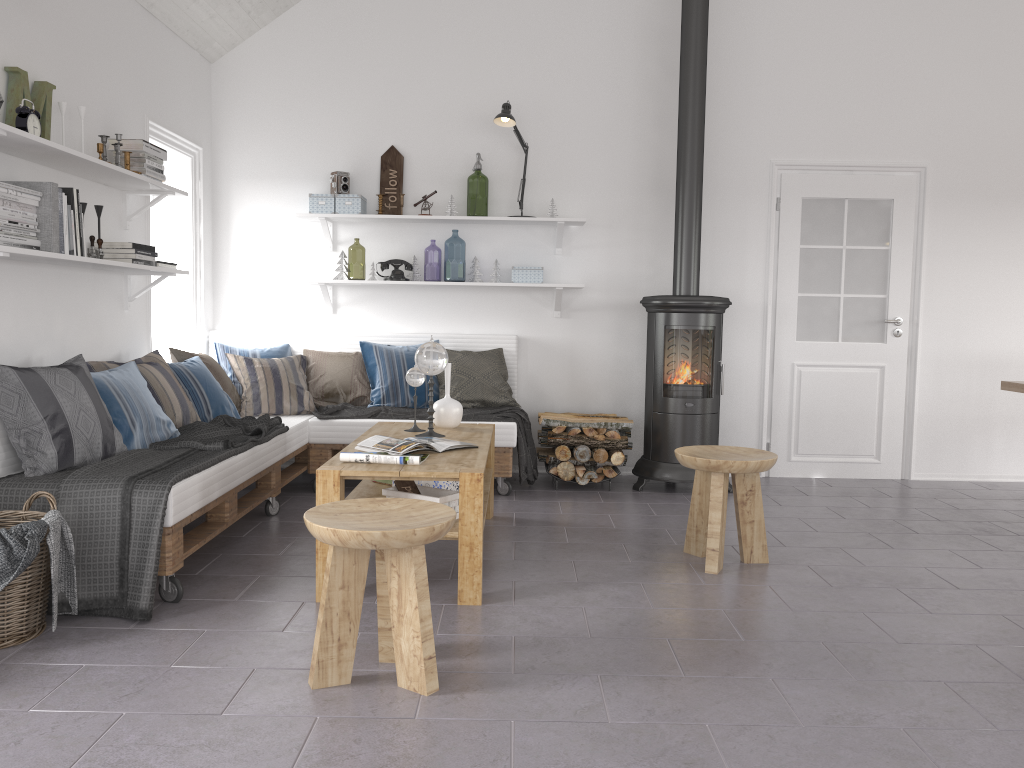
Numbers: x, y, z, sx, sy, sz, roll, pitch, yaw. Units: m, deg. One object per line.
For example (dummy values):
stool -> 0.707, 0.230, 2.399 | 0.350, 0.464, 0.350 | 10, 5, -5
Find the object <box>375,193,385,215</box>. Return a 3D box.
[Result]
object -> -0.841, -1.145, 5.668 | 0.085, 0.152, 0.085 | 3, 5, 24

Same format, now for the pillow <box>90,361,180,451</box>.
pillow -> -1.713, 0.116, 3.877 | 0.331, 0.401, 0.525 | 3, 5, 19

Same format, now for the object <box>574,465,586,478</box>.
object -> 0.413, 0.514, 5.560 | 0.057, 0.050, 0.561 | 1, 4, 0

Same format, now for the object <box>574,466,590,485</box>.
object -> 0.430, 0.553, 5.575 | 0.095, 0.063, 0.562 | 1, 4, 1

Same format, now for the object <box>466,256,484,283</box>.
object -> -0.237, -0.742, 5.748 | 0.103, 0.178, 0.097 | -2, 6, -37

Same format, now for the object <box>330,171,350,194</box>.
object -> -1.099, -1.286, 5.713 | 0.121, 0.157, 0.117 | -3, 6, -40

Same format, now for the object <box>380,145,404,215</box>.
object -> -0.785, -1.315, 5.775 | 0.154, 0.480, 0.053 | 1, 4, 5

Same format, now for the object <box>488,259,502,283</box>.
object -> -0.105, -0.729, 5.716 | 0.088, 0.161, 0.093 | 2, 4, 9

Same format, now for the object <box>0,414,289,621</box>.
object -> -1.488, 0.458, 3.862 | 0.685, 0.533, 1.892 | 1, 4, -1

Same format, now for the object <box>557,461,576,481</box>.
object -> 0.342, 0.516, 5.596 | 0.118, 0.142, 0.520 | 1, 4, 4

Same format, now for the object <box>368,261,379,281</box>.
object -> -0.883, -0.719, 5.645 | 0.072, 0.124, 0.068 | 0, 5, -15

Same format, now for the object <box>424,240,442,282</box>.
object -> -0.507, -0.788, 5.687 | 0.111, 0.270, 0.111 | 2, 5, 18

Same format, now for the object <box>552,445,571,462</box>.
object -> 0.302, 0.399, 5.587 | 0.103, 0.107, 0.516 | 1, 4, -1

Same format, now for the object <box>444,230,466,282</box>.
object -> -0.365, -0.818, 5.677 | 0.137, 0.335, 0.137 | 0, 4, -11

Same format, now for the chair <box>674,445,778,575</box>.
chair -> 0.912, 0.533, 3.823 | 0.431, 0.479, 0.431 | 1, 4, -3

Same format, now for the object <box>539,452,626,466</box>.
object -> 0.436, 0.470, 5.515 | 0.539, 0.070, 0.101 | 1, 4, 1

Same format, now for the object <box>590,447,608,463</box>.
object -> 0.519, 0.414, 5.563 | 0.102, 0.102, 0.561 | 1, 4, -1

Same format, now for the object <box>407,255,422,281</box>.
object -> -0.634, -0.749, 5.753 | 0.127, 0.176, 0.007 | 1, 4, 6

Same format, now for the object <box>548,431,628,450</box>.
object -> 0.456, 0.343, 5.367 | 0.480, 0.104, 0.126 | 1, 4, 2

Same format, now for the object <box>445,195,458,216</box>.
object -> -0.384, -1.132, 5.644 | 0.075, 0.147, 0.075 | -2, 5, -33

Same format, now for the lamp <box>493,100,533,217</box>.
lamp -> 0.027, -1.393, 5.554 | 0.196, 0.703, 0.439 | 3, 5, 20

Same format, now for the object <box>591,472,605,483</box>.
object -> 0.531, 0.547, 5.592 | 0.096, 0.067, 0.467 | 1, 4, 0

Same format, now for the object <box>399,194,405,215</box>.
object -> -0.706, -1.142, 5.686 | 0.052, 0.148, 0.052 | -2, 6, -38

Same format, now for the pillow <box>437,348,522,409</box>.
pillow -> -0.236, -0.031, 5.538 | 0.519, 0.395, 0.334 | -1, 5, -22

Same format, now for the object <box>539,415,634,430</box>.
object -> 0.448, 0.233, 5.387 | 0.571, 0.079, 0.115 | 1, 4, 1

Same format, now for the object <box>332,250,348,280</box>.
object -> -1.087, -0.762, 5.700 | 0.113, 0.195, 0.107 | 2, 4, 7

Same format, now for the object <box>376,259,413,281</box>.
object -> -0.757, -0.731, 5.710 | 0.203, 0.146, 0.171 | 3, 5, 24

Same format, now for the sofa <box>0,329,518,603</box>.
sofa -> -0.981, 0.228, 4.493 | 2.017, 0.932, 2.855 | 1, 4, 0

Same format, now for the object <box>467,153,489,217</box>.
object -> -0.218, -1.265, 5.660 | 0.136, 0.415, 0.136 | 4, 5, 33

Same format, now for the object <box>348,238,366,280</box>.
object -> -0.994, -0.797, 5.679 | 0.111, 0.270, 0.111 | 2, 5, 18

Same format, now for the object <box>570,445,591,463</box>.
object -> 0.417, 0.401, 5.562 | 0.110, 0.109, 0.463 | 1, 4, -2

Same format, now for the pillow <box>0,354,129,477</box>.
pillow -> -1.759, 0.118, 3.426 | 0.301, 0.444, 0.534 | 2, 5, 16

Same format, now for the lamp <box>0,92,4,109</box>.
lamp -> -1.777, -1.247, 3.226 | 0.196, 0.703, 0.439 | 4, 5, 35

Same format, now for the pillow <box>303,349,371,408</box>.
pillow -> -1.072, -0.016, 5.538 | 0.521, 0.381, 0.366 | 1, 4, -3

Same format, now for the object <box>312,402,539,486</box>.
object -> -0.555, 0.365, 5.413 | 1.449, 0.508, 0.716 | 0, 4, -10

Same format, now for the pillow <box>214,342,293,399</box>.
pillow -> -1.601, -0.048, 5.608 | 0.534, 0.437, 0.287 | -1, 5, -27

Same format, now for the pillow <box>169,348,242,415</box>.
pillow -> -1.746, 0.002, 5.108 | 0.334, 0.438, 0.545 | 1, 4, 5

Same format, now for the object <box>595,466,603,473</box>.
object -> 0.529, 0.504, 5.557 | 0.046, 0.033, 0.425 | 1, 4, 0

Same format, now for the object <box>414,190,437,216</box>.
object -> -0.559, -1.151, 5.693 | 0.092, 0.172, 0.177 | -2, 5, -32

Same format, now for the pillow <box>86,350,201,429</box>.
pillow -> -1.741, 0.065, 4.256 | 0.316, 0.438, 0.546 | 2, 5, 12

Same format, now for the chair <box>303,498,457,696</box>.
chair -> -0.379, 0.607, 2.555 | 0.431, 0.479, 0.431 | 1, 4, -2

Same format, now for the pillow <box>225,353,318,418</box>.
pillow -> -1.439, 0.013, 5.365 | 0.516, 0.392, 0.358 | -2, 5, -31

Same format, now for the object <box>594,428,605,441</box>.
object -> 0.524, 0.292, 5.510 | 0.059, 0.048, 0.529 | 1, 4, 0

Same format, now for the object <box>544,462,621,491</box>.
object -> 0.434, 0.568, 5.597 | 0.456, 0.118, 0.478 | 1, 4, 0

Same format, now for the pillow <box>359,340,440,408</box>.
pillow -> -0.663, -0.060, 5.522 | 0.526, 0.428, 0.311 | -1, 5, -21

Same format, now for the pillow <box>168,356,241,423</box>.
pillow -> -1.679, 0.065, 4.698 | 0.341, 0.408, 0.523 | 2, 5, 16

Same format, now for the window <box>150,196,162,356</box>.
window -> -2.241, -0.580, 5.249 | 0.052, 1.655, 0.685 | 1, 4, 0
